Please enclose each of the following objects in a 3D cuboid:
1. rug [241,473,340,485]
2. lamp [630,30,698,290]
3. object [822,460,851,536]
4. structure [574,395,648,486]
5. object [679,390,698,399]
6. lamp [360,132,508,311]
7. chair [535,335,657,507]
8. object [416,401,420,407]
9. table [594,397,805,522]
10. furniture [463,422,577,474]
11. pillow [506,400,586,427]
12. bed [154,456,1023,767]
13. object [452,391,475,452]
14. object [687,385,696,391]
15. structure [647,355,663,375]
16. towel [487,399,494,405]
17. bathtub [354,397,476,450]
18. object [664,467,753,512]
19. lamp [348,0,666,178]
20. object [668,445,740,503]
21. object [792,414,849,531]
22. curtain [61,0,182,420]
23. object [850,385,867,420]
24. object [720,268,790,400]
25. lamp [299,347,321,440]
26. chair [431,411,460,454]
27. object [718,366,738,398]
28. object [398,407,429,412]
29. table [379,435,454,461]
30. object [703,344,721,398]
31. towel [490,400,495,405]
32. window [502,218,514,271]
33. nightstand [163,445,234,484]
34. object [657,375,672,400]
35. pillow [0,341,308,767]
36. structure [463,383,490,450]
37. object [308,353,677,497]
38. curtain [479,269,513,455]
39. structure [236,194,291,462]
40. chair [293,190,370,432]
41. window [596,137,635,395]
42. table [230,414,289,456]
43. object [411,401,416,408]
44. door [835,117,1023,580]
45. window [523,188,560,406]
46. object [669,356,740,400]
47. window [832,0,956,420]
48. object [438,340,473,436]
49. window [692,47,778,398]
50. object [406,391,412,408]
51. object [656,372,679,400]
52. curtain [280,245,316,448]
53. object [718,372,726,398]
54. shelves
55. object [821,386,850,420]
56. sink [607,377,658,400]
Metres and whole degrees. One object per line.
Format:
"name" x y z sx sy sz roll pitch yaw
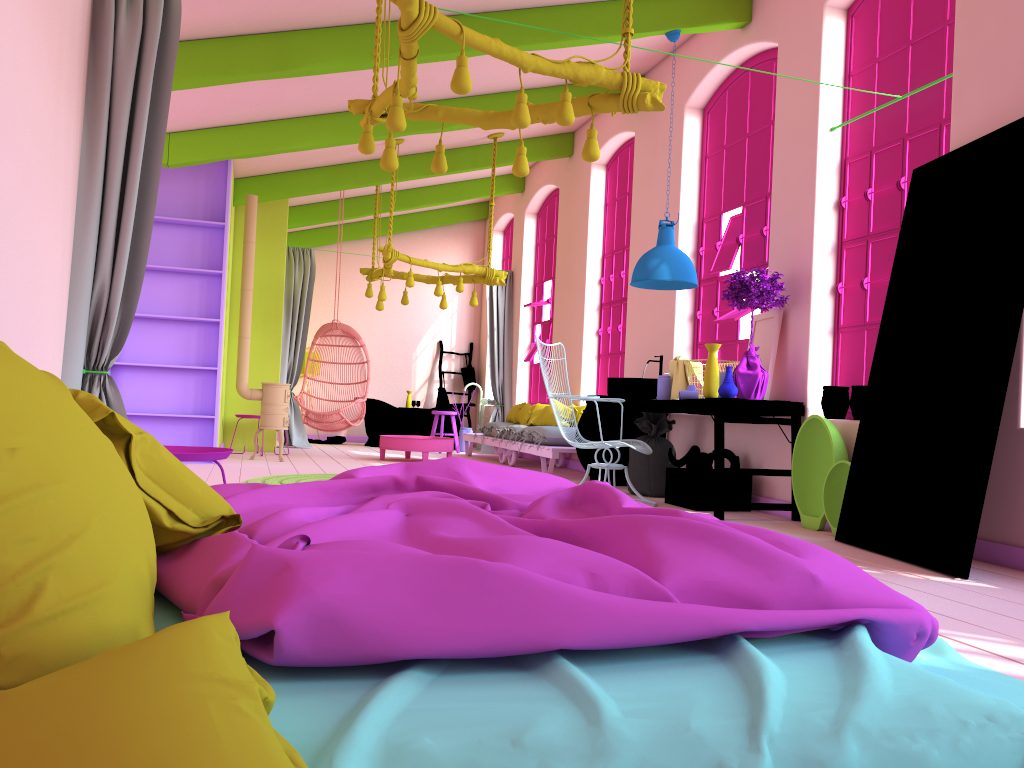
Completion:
"rug" -1.072 0.790 6.726 1.889 0.050 1.888 4 -2 -29
"lamp" 1.234 -1.768 6.945 0.528 2.001 0.529 2 -1 15
"object" 2.029 0.691 5.335 0.137 0.462 0.284 3 -1 -31
"structure" 0.950 0.537 8.463 0.718 0.844 0.718 2 -2 41
"object" 1.333 0.088 6.698 0.137 0.076 0.076 3 -1 4
"lamp" -1.131 -1.959 10.489 1.611 2.264 1.775 4 -1 -35
"chair" 0.664 0.282 6.766 0.924 1.238 1.079 2 -1 18
"object" -1.449 0.345 13.690 0.069 0.170 0.069 3 -1 3
"table" 1.377 0.527 7.015 0.655 0.820 2.193 3 -2 -16
"furniture" 0.193 0.727 10.615 0.908 0.507 3.776 3 -2 -16
"pillow" 0.348 0.373 10.747 0.578 0.399 1.997 3 -2 -17
"bed" 0.026 0.492 2.303 2.803 0.514 3.576 3 -2 -17
"object" -0.703 0.512 13.148 0.451 0.987 0.277 2 -1 28
"object" 1.373 0.069 6.780 0.065 0.118 0.065 2 -1 32
"structure" 1.229 -0.052 7.675 0.166 0.396 0.087 3 -1 -7
"towel" -0.270 0.289 14.184 0.262 0.102 0.247 3 -2 -16
"bathtub" -1.504 0.615 13.707 1.889 0.740 0.826 3 -1 -16
"object" 1.478 0.795 6.709 0.446 0.277 0.521 3 -1 -17
"lamp" -0.257 -2.266 4.968 1.611 2.264 1.775 4 -1 -35
"object" 1.472 0.705 6.859 0.300 0.448 0.672 4 -2 -41
"object" 2.012 0.565 5.672 0.218 0.733 0.451 3 -1 -16
"curtain" -1.836 -0.692 4.075 0.518 2.785 0.525 3 -1 -36
"object" 2.258 0.123 5.676 0.182 0.222 0.182 4 -1 -34
"object" 1.694 -0.354 6.283 0.502 0.950 0.441 2 -1 34
"lamp" -3.259 0.153 13.842 0.491 1.466 0.476 2 -1 14
"chair" -0.998 0.687 12.703 0.446 0.593 0.473 2 -2 42
"object" 1.480 -0.010 6.069 0.132 0.219 0.132 3 -1 0
"object" -1.526 0.402 13.702 0.360 0.068 1.323 3 -2 -16
"table" -1.132 0.772 10.521 0.885 0.285 0.886 2 -2 9
"object" 1.409 -0.089 6.255 0.116 0.383 0.116 4 -1 -43
"towel" -0.194 0.286 13.927 0.247 0.102 0.262 3 -2 -26
"window" -0.014 -1.157 13.996 0.072 3.046 1.275 3 -1 -16
"nightstand" -1.418 0.477 3.485 0.596 0.458 0.596 2 -1 21
"object" 1.224 0.032 7.130 0.109 0.197 0.109 3 -1 -24
"pillow" -0.936 0.267 1.750 0.848 0.822 2.617 3 -2 -27
"structure" -0.534 0.515 13.974 0.451 1.061 0.254 2 -1 27
"object" -0.935 0.143 10.767 2.827 1.580 7.865 3 -2 -16
"curtain" -0.170 -0.323 13.005 0.518 2.785 0.525 3 -1 3
"structure" -2.620 -0.590 9.576 0.577 2.813 0.403 3 -1 1
"chair" -2.100 -0.986 10.606 0.860 3.129 0.806 3 -1 3
"window" 1.226 -1.213 9.813 0.072 3.046 1.275 3 -1 -16
"table" -2.937 0.593 10.355 0.596 0.458 0.596 2 -1 21
"object" -1.498 0.338 13.506 0.069 0.170 0.069 3 -1 3
"door" 2.212 -0.189 4.618 0.450 2.210 1.153 3 -1 -6
"window" 0.529 -1.172 12.166 0.551 3.009 1.514 3 -1 -16
"object" 1.485 -0.041 7.022 0.444 0.369 0.633 3 -1 -16
"window" 2.471 -1.269 5.614 0.072 3.046 1.275 3 -1 -16
"object" -0.930 0.166 14.642 0.603 1.764 0.410 3 -1 -16
"window" 1.930 -1.236 7.456 0.492 3.003 1.497 3 -1 -16
"object" -1.587 0.265 13.652 0.097 0.321 0.097 3 -1 -5
"object" 1.320 0.021 7.433 0.165 0.250 0.411 2 -1 19
"curtain" -2.984 -0.535 12.180 0.518 2.785 0.525 3 -1 -36
"object" 1.530 0.016 6.364 0.109 0.197 0.109 2 -1 21
"shelves" -3.718 -0.804 8.479 1.842 3.103 0.384 3 -1 -16
"object" 2.174 0.127 5.962 0.182 0.222 0.182 4 -2 -39
"sink" 1.053 0.037 7.597 0.340 0.194 0.609 3 -2 -17
